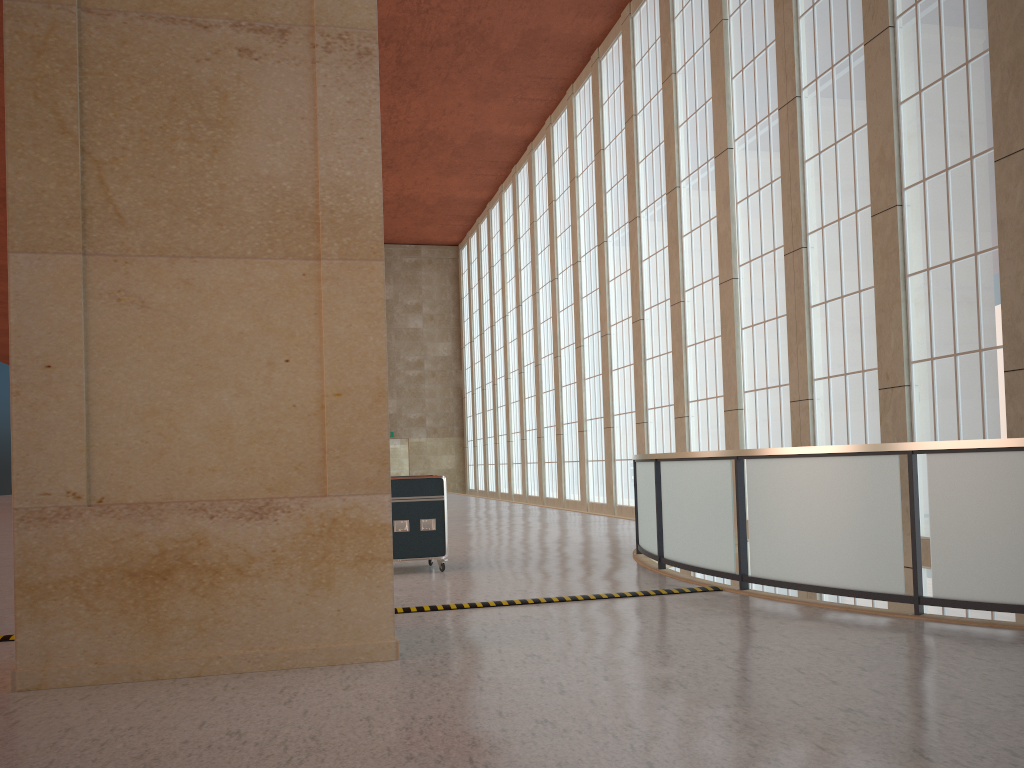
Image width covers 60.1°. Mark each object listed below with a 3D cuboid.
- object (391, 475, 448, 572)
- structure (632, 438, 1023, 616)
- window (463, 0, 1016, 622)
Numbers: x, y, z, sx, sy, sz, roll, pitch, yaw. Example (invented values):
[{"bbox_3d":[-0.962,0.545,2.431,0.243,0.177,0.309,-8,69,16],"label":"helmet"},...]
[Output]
[{"bbox_3d":[-1.664,2.278,14.512,1.055,1.539,1.276,-1,-3,-14],"label":"object"},{"bbox_3d":[4.979,1.777,12.469,5.243,1.791,13.124,0,-6,-24],"label":"structure"},{"bbox_3d":[-6.658,5.760,77.069,0.010,28.574,165.482,-2,-5,-14],"label":"window"}]
